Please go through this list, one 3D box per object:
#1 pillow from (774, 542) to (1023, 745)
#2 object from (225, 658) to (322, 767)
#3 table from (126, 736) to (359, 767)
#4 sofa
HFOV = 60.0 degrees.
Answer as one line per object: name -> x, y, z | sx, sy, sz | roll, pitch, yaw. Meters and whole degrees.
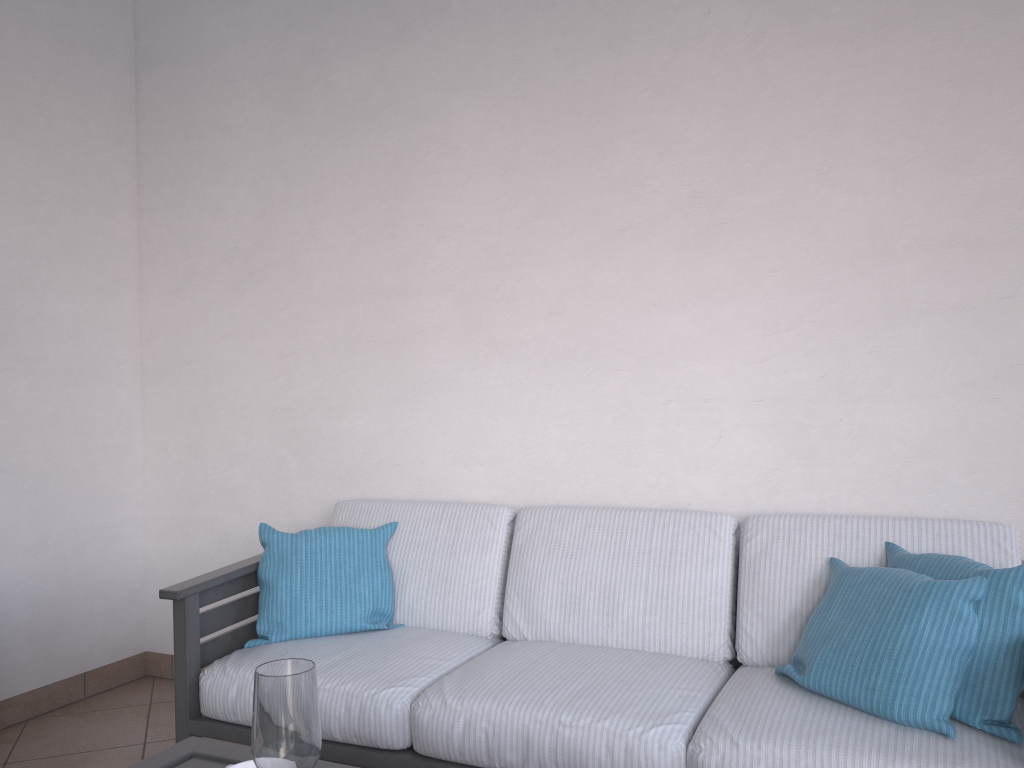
pillow -> 0.864, 0.550, 1.950 | 0.377, 0.370, 0.543 | -1, -1, -25
object -> -0.363, 0.514, 1.255 | 0.203, 0.284, 0.337 | -1, -1, -14
table -> -0.178, 0.881, 1.078 | 1.260, 0.473, 0.710 | -2, -1, 25
sofa -> 0.197, 0.739, 2.303 | 2.161, 0.765, 0.807 | -2, -1, 25
